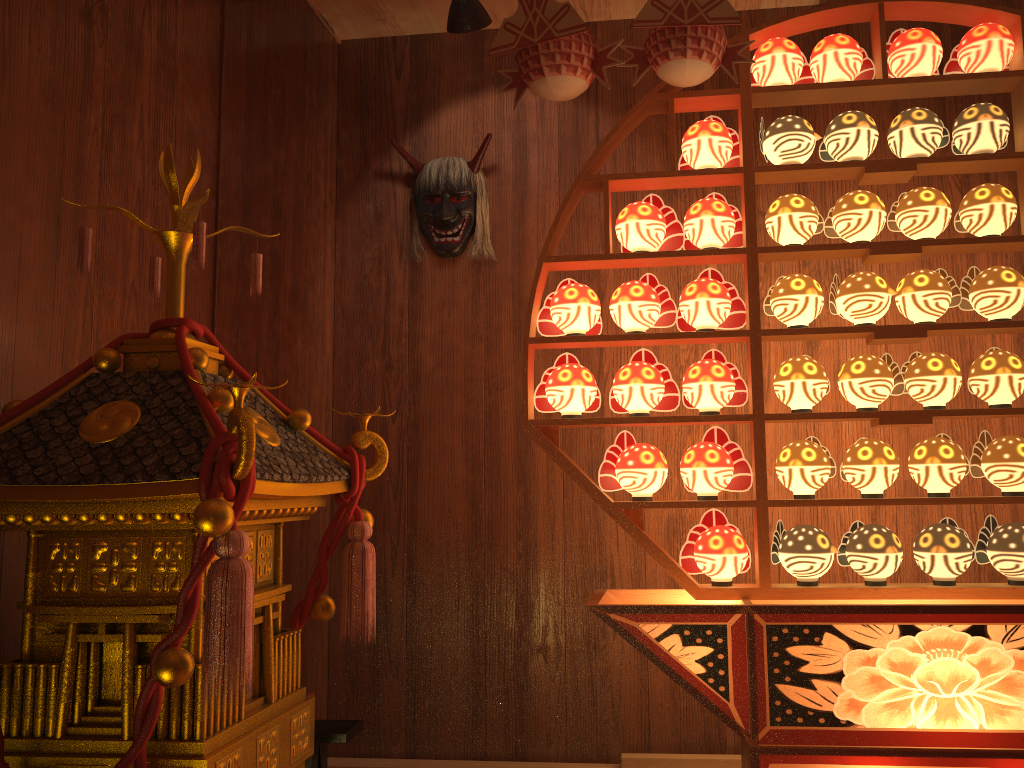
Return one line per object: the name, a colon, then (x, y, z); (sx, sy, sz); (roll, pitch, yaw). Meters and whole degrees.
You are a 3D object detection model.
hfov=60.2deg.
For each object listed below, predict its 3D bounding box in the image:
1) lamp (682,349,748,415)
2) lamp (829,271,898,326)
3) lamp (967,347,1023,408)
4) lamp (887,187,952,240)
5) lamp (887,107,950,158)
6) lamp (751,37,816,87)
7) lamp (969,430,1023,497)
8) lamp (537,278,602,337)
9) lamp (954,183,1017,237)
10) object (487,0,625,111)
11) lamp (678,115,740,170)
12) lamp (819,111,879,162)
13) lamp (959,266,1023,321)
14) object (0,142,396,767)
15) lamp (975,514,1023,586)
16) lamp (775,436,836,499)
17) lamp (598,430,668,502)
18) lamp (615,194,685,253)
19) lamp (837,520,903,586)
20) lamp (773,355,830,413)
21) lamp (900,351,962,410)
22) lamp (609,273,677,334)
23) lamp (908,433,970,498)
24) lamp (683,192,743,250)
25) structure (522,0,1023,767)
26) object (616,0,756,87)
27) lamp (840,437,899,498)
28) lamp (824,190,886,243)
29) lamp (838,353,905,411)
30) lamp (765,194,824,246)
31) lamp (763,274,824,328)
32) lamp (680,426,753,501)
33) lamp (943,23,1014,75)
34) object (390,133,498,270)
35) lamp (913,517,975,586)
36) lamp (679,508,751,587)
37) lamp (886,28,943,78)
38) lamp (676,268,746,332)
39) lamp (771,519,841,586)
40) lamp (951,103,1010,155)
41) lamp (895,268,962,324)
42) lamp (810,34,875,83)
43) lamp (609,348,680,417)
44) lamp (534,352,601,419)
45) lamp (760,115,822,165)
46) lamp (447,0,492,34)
lamp: (0.520, -0.010, 2.346); (0.178, 0.192, 0.161); (-4, -7, 23)
lamp: (0.935, -0.224, 2.329); (0.152, 0.161, 0.144); (-6, -9, 38)
lamp: (1.246, -0.021, 2.264); (0.136, 0.173, 0.161); (-4, -7, 24)
lamp: (1.090, -0.451, 2.333); (0.141, 0.167, 0.155); (1, -7, -11)
lamp: (1.074, -0.669, 2.365); (0.162, 0.167, 0.134); (5, -9, -41)
lamp: (0.727, -0.895, 2.425); (0.196, 0.200, 0.160); (-3, -7, 18)
lamp: (1.271, 0.198, 2.237); (0.143, 0.173, 0.152); (3, -8, -26)
lamp: (0.175, -0.216, 2.411); (0.192, 0.187, 0.155); (1, -7, -12)
lamp: (1.247, -0.459, 2.314); (0.137, 0.173, 0.159); (-2, -7, 14)
object: (0.111, -0.875, 2.245); (0.354, 0.311, 0.246); (-5, -8, 33)
lamp: (0.532, -0.670, 2.422); (0.195, 0.200, 0.161); (-3, -7, 23)
lamp: (0.915, -0.662, 2.376); (0.140, 0.161, 0.156); (0, -7, -1)
lamp: (1.266, -0.240, 2.290); (0.143, 0.173, 0.153); (2, -7, -21)
object: (-0.587, 0.333, 1.488); (0.602, 1.514, 0.816); (-2, -7, 9)
lamp: (1.273, 0.415, 2.214); (0.143, 0.173, 0.152); (3, -8, -26)
lamp: (0.752, 0.215, 2.296); (0.134, 0.167, 0.162); (-6, -9, 38)
lamp: (0.349, 0.214, 2.346); (0.192, 0.194, 0.152); (4, -8, -32)
lamp: (0.348, -0.446, 2.420); (0.194, 0.200, 0.162); (-5, -8, 33)
lamp: (0.926, 0.431, 2.249); (0.141, 0.161, 0.155); (1, -7, -11)
lamp: (0.755, -0.004, 2.319); (0.135, 0.167, 0.161); (-4, -8, 29)
lamp: (1.091, -0.014, 2.281); (0.140, 0.167, 0.155); (0, -7, -6)
lamp: (0.329, -0.222, 2.396); (0.175, 0.191, 0.162); (-6, -9, 38)
lamp: (1.084, 0.206, 2.259); (0.134, 0.167, 0.162); (-6, -9, 38)
lamp: (0.533, -0.449, 2.396); (0.185, 0.195, 0.161); (-4, -7, 23)
structure: (1.003, 0.060, 2.285); (1.945, 2.195, 0.494); (-1, -7, 7)
object: (0.433, -0.893, 2.217); (0.345, 0.306, 0.217); (-2, -7, 8)
lamp: (0.924, 0.213, 2.273); (0.138, 0.161, 0.158); (-2, -7, 9)
lamp: (0.927, -0.444, 2.351); (0.141, 0.161, 0.155); (1, -7, -11)
lamp: (0.916, -0.005, 2.308); (0.160, 0.161, 0.136); (1, -7, -17)
lamp: (0.748, -0.441, 2.373); (0.134, 0.167, 0.162); (-6, -9, 38)
lamp: (0.758, -0.223, 2.341); (0.141, 0.167, 0.155); (1, -7, -11)
lamp: (0.507, 0.206, 2.321); (0.194, 0.200, 0.162); (-5, -8, 33)
lamp: (1.268, -0.904, 2.364); (0.186, 0.188, 0.159); (-2, -7, 13)
object: (-0.225, -0.612, 3.037); (0.361, 0.453, 0.139); (-1, -7, 7)
lamp: (1.085, 0.423, 2.234); (0.134, 0.167, 0.162); (-6, -9, 38)
lamp: (0.544, 0.424, 2.296); (0.195, 0.197, 0.156); (0, -7, -2)
lamp: (1.090, -0.905, 2.385); (0.201, 0.200, 0.156); (0, -7, -2)
lamp: (0.516, -0.232, 2.373); (0.195, 0.200, 0.161); (-3, -7, 23)
lamp: (0.765, 0.433, 2.272); (0.152, 0.167, 0.144); (-6, -9, 38)
lamp: (1.241, -0.677, 2.341); (0.136, 0.173, 0.161); (-4, -7, 24)
lamp: (1.073, -0.231, 2.320); (0.161, 0.167, 0.135); (3, -7, -26)
lamp: (0.878, -0.888, 2.412); (0.164, 0.179, 0.162); (-6, -9, 39)
lamp: (0.337, -0.008, 2.367); (0.196, 0.200, 0.160); (-3, -7, 18)
lamp: (0.161, -0.001, 2.387); (0.191, 0.195, 0.155); (0, -7, -7)
lamp: (0.763, -0.659, 2.406); (0.153, 0.167, 0.143); (-4, -7, 23)
lamp: (-0.126, -1.119, 2.624); (0.136, 0.176, 0.173); (0, -7, -6)
